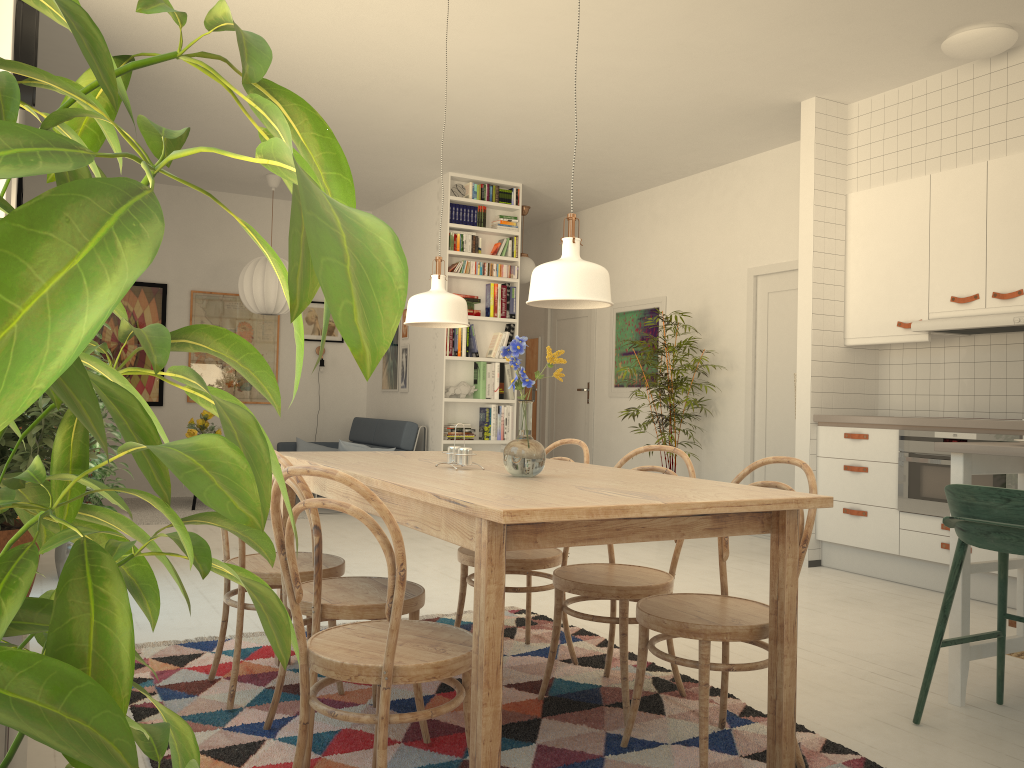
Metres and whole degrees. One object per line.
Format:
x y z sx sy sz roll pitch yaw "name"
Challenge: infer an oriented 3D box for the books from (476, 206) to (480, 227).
-0.337 -1.451 7.782 0.020 0.191 0.205 2 -2 -29 "books"

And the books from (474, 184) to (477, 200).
-0.352 -1.659 7.734 0.023 0.137 0.161 2 -2 -29 "books"

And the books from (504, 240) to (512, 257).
-0.063 -1.191 7.908 0.030 0.153 0.199 2 -2 -29 "books"

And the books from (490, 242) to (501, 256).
-0.174 -1.183 7.880 0.073 0.129 0.200 2 -1 -29 "books"

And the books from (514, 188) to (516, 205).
-0.026 -1.655 7.947 0.020 0.156 0.229 2 -2 -29 "books"

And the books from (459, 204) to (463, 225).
-0.481 -1.451 7.690 0.034 0.179 0.188 2 -2 -29 "books"

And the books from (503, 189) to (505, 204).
-0.106 -1.647 7.860 0.017 0.130 0.150 2 -2 -29 "books"

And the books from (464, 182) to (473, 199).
-0.389 -1.666 7.723 0.026 0.149 0.155 2 -2 -29 "books"

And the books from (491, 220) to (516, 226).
-0.096 -1.418 7.898 0.173 0.030 0.199 2 -1 -39 "books"

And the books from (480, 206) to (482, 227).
-0.317 -1.451 7.789 0.020 0.191 0.205 2 -2 -29 "books"

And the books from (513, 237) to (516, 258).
-0.023 -1.207 7.934 0.014 0.188 0.218 2 -2 -29 "books"

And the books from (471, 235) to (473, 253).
-0.385 -1.204 7.720 0.013 0.159 0.176 2 -2 -29 "books"

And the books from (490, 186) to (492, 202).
-0.229 -1.655 7.822 0.019 0.137 0.201 2 -2 -29 "books"

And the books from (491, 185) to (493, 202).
-0.220 -1.661 7.835 0.009 0.151 0.208 2 -2 -29 "books"

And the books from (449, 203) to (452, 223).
-0.573 -1.455 7.640 0.034 0.179 0.188 2 -2 -29 "books"

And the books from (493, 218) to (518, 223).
-0.070 -1.442 7.888 0.179 0.016 0.208 2 -1 -24 "books"

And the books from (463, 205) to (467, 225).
-0.450 -1.450 7.707 0.034 0.179 0.188 2 -2 -29 "books"

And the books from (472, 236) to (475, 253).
-0.379 -1.201 7.746 0.024 0.155 0.206 2 -2 -29 "books"

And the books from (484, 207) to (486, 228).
-0.283 -1.449 7.811 0.020 0.191 0.205 2 -2 -29 "books"

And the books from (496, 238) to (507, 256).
-0.139 -1.199 7.886 0.092 0.165 0.222 2 -2 -29 "books"

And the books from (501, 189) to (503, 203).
-0.121 -1.647 7.852 0.017 0.130 0.150 2 -2 -29 "books"

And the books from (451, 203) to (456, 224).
-0.542 -1.454 7.657 0.034 0.179 0.188 2 -2 -29 "books"

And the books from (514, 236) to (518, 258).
-0.005 -1.212 7.941 0.022 0.199 0.212 2 -2 -29 "books"

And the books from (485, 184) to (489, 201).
-0.265 -1.665 7.820 0.024 0.156 0.227 2 -2 -29 "books"

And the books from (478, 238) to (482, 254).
-0.318 -1.193 7.763 0.020 0.145 0.189 2 -2 -29 "books"

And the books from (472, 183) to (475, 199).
-0.380 -1.664 7.747 0.013 0.146 0.208 2 -2 -29 "books"

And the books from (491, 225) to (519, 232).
-0.089 -1.365 7.904 0.214 0.038 0.222 2 -1 -29 "books"

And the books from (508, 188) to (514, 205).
-0.026 -1.654 7.903 0.019 0.157 0.150 2 -2 -29 "books"

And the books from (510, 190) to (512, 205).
-0.044 -1.645 7.894 0.017 0.130 0.150 2 -2 -29 "books"

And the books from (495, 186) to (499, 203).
-0.172 -1.660 7.856 0.032 0.152 0.200 2 -2 -29 "books"

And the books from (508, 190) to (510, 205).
-0.060 -1.645 7.885 0.017 0.130 0.150 2 -2 -29 "books"

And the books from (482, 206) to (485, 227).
-0.296 -1.450 7.791 0.020 0.191 0.205 2 -2 -29 "books"

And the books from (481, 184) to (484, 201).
-0.297 -1.661 7.775 0.028 0.147 0.192 2 -2 -29 "books"

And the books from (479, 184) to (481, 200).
-0.326 -1.660 7.781 0.018 0.141 0.206 2 -2 -29 "books"

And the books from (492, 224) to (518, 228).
-0.086 -1.394 7.905 0.200 0.018 0.208 2 -1 -29 "books"

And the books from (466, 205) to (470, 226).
-0.419 -1.449 7.724 0.034 0.179 0.188 2 -2 -29 "books"

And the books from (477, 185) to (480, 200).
-0.351 -1.655 7.783 0.025 0.131 0.253 2 -1 -29 "books"

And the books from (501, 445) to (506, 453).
-0.098 0.670 7.875 0.034 0.257 0.209 2 -2 -29 "books"

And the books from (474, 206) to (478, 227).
-0.358 -1.447 7.758 0.034 0.179 0.188 2 -2 -29 "books"

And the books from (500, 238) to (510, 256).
-0.103 -1.201 7.891 0.065 0.168 0.228 2 -2 -29 "books"

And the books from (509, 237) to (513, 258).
-0.046 -1.207 7.937 0.022 0.187 0.186 2 -2 -29 "books"

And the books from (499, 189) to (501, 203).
-0.137 -1.648 7.843 0.017 0.130 0.150 2 -2 -29 "books"

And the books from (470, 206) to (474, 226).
-0.389 -1.448 7.741 0.034 0.179 0.188 2 -2 -29 "books"

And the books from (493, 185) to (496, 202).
-0.208 -1.661 7.854 0.032 0.154 0.212 2 -2 -29 "books"

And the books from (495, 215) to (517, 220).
-0.070 -1.466 7.907 0.169 0.032 0.188 2 -1 -24 "books"

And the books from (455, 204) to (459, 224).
-0.512 -1.453 7.674 0.034 0.179 0.188 2 -2 -29 "books"

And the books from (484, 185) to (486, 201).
-0.282 -1.662 7.802 0.024 0.148 0.188 2 -2 -29 "books"

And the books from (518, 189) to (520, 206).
-0.002 -1.653 7.981 0.014 0.154 0.260 2 -1 -29 "books"

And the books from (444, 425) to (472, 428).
-0.480 0.367 7.659 0.212 0.017 0.165 2 -1 -31 "books"

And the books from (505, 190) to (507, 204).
-0.091 -1.646 7.868 0.017 0.130 0.150 2 -2 -29 "books"

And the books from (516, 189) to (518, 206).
-0.006 -1.652 7.953 0.021 0.151 0.228 2 -2 -29 "books"

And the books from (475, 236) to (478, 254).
-0.342 -1.200 7.728 0.023 0.153 0.176 2 -2 -29 "books"

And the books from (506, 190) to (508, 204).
-0.075 -1.646 7.877 0.017 0.130 0.150 2 -2 -29 "books"
